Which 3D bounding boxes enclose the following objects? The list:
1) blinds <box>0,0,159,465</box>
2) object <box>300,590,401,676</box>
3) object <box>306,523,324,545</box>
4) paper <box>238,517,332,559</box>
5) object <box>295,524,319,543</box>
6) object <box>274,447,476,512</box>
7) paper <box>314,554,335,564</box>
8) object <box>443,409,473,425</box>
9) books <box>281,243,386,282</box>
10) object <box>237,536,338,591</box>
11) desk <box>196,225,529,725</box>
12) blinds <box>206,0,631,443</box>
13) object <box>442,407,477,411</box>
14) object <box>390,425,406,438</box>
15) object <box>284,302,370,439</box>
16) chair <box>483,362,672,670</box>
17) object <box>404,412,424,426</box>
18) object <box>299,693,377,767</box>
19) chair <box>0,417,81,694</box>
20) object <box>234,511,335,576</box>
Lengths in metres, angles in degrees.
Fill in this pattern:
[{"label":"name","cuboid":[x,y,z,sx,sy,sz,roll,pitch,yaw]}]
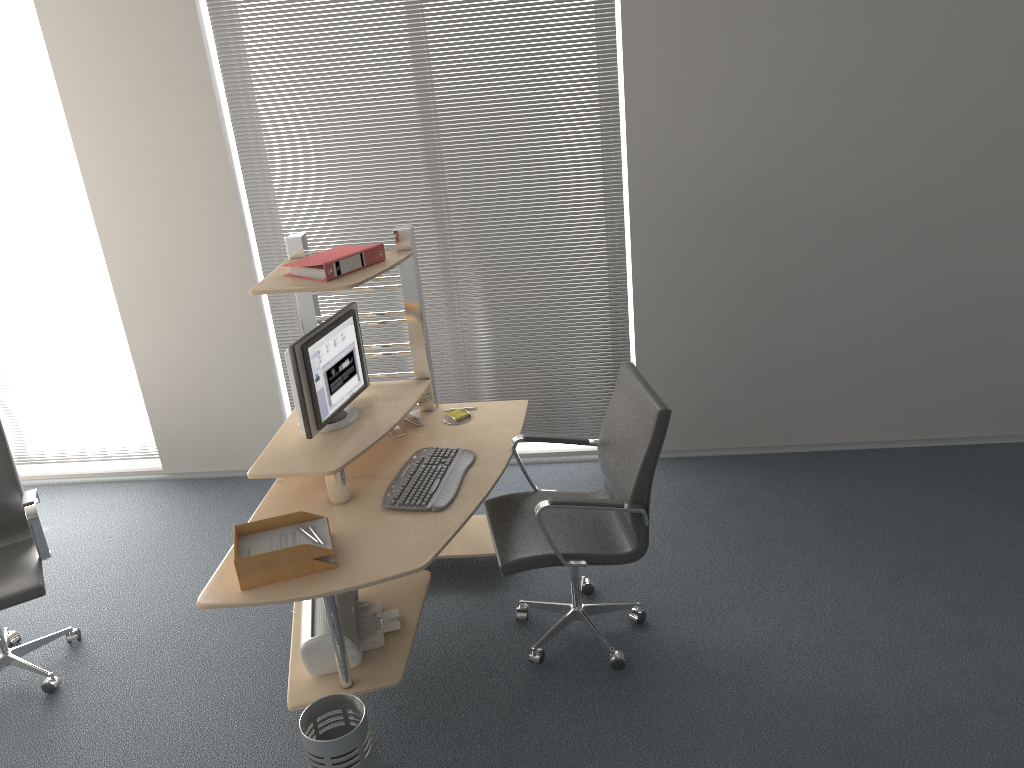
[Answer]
[{"label":"blinds","cuboid":[-3.187,-0.773,4.891,1.950,2.749,0.037,-3,23,6]},{"label":"object","cuboid":[-0.597,0.849,3.278,0.351,0.162,0.438,-9,23,-8]},{"label":"object","cuboid":[-0.657,0.502,2.958,0.008,0.009,0.159,-18,25,-27]},{"label":"paper","cuboid":[-0.754,0.529,2.939,0.297,0.010,0.210,-11,23,-13]},{"label":"object","cuboid":[-0.685,0.501,2.967,0.008,0.009,0.159,-22,28,-35]},{"label":"object","cuboid":[-0.575,0.379,3.467,0.814,0.082,0.478,0,23,13]},{"label":"paper","cuboid":[-0.749,0.576,2.959,0.297,0.019,0.210,-11,23,-13]},{"label":"object","cuboid":[-0.240,0.138,3.896,0.132,0.026,0.132,-3,23,7]},{"label":"books","cuboid":[-0.712,-0.498,3.540,0.262,0.072,0.320,12,28,36]},{"label":"object","cuboid":[-0.751,0.565,2.954,0.309,0.060,0.225,-11,23,-13]},{"label":"desk","cuboid":[-0.469,0.337,3.382,0.967,1.566,1.469,-3,23,6]},{"label":"blinds","cuboid":[-0.407,-0.924,4.582,1.950,2.770,0.022,-3,23,6]},{"label":"object","cuboid":[-0.235,0.113,3.976,0.158,0.011,0.011,-4,23,4]},{"label":"object","cuboid":[-0.519,0.171,3.835,0.054,0.064,0.159,-16,25,-24]},{"label":"object","cuboid":[-0.764,-0.051,3.555,0.245,0.418,0.516,6,25,26]},{"label":"chair","cuboid":[0.240,0.526,3.431,0.652,1.048,0.584,-8,23,-6]},{"label":"object","cuboid":[-0.437,0.148,3.898,0.022,0.042,0.134,-24,29,-37]},{"label":"object","cuboid":[-0.547,1.218,2.860,0.208,0.377,0.208,-23,28,-36]},{"label":"chair","cuboid":[-2.136,0.734,3.509,0.584,1.048,0.652,-17,25,-25]},{"label":"object","cuboid":[-0.757,0.514,2.933,0.309,0.060,0.225,-11,23,-13]}]
